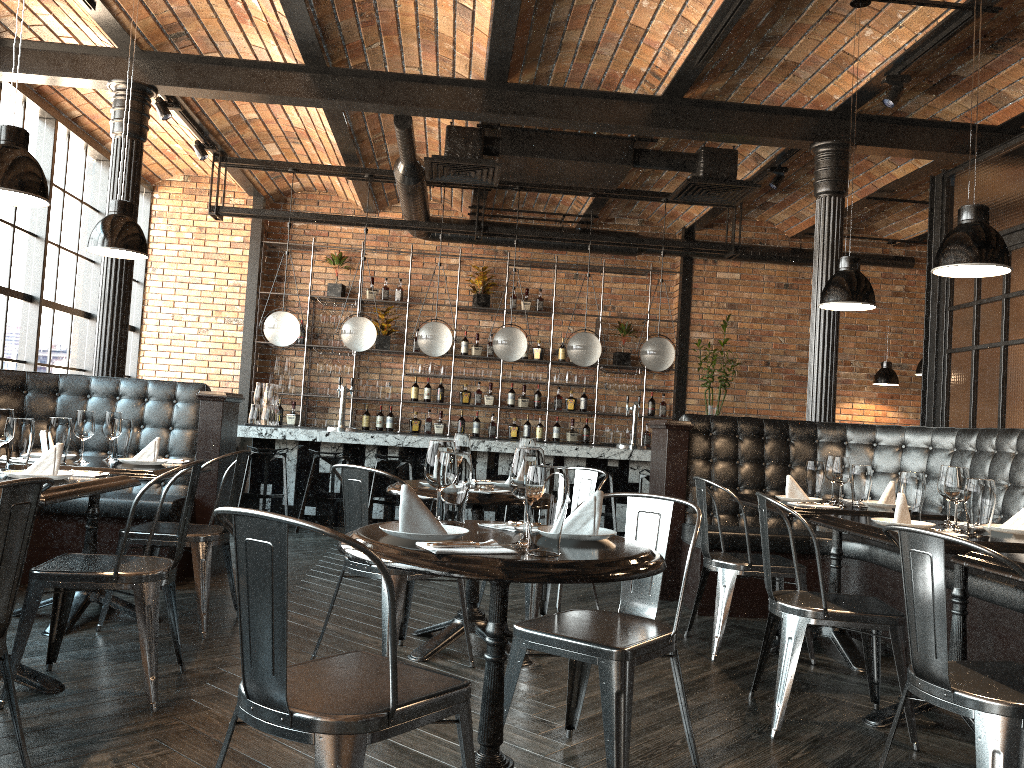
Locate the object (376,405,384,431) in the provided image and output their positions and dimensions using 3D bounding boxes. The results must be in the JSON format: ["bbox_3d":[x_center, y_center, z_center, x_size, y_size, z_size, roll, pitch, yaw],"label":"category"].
[{"bbox_3d":[-1.537,0.396,10.353,0.086,0.298,0.086,1,-4,45],"label":"object"}]

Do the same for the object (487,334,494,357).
[{"bbox_3d":[-0.251,-0.448,10.450,0.083,0.282,0.083,4,-3,-4],"label":"object"}]

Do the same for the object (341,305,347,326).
[{"bbox_3d":[-1.980,-0.802,10.414,0.092,0.244,0.092,3,-3,2],"label":"object"}]

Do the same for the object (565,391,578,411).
[{"bbox_3d":[0.699,0.203,10.490,0.151,0.248,0.094,3,-3,5],"label":"object"}]

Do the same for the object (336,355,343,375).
[{"bbox_3d":[-2.015,-0.231,10.387,0.092,0.244,0.092,3,-3,2],"label":"object"}]

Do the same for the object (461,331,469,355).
[{"bbox_3d":[-0.552,-0.476,10.437,0.086,0.298,0.086,1,-4,45],"label":"object"}]

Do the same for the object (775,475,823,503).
[{"bbox_3d":[1.478,0.540,4.563,0.232,0.139,0.232,1,-4,44],"label":"object"}]

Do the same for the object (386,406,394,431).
[{"bbox_3d":[-1.417,0.403,10.337,0.086,0.298,0.086,1,-4,45],"label":"object"}]

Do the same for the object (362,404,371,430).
[{"bbox_3d":[-1.692,0.386,10.317,0.086,0.299,0.086,1,-4,45],"label":"object"}]

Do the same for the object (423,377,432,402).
[{"bbox_3d":[-0.987,0.068,10.406,0.086,0.298,0.086,1,-4,45],"label":"object"}]

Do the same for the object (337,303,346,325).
[{"bbox_3d":[-1.968,-0.809,10.250,0.092,0.244,0.092,3,-3,2],"label":"object"}]

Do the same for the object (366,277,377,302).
[{"bbox_3d":[-1.641,-1.110,10.379,0.123,0.279,0.123,4,-3,-15],"label":"object"}]

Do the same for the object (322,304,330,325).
[{"bbox_3d":[-2.188,-0.815,10.400,0.092,0.244,0.092,3,-3,2],"label":"object"}]

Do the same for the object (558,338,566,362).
[{"bbox_3d":[0.600,-0.400,10.515,0.086,0.299,0.086,1,-4,45],"label":"object"}]

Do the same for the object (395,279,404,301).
[{"bbox_3d":[-1.318,-1.091,10.400,0.083,0.282,0.083,3,-3,11],"label":"object"}]

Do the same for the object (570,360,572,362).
[{"bbox_3d":[0.747,-0.382,10.505,0.123,0.279,0.123,3,-3,5],"label":"object"}]

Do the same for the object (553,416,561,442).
[{"bbox_3d":[0.531,0.530,10.472,0.086,0.298,0.086,1,-4,45],"label":"object"}]

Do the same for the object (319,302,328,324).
[{"bbox_3d":[-2.176,-0.822,10.235,0.092,0.244,0.092,3,-3,2],"label":"object"}]

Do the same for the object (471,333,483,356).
[{"bbox_3d":[-0.410,-0.457,10.425,0.123,0.279,0.123,4,-3,-15],"label":"object"}]

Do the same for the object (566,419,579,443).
[{"bbox_3d":[0.712,0.551,10.463,0.123,0.279,0.123,4,-3,-15],"label":"object"}]

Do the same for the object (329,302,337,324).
[{"bbox_3d":[-2.066,-0.815,10.243,0.092,0.244,0.092,3,-3,2],"label":"object"}]

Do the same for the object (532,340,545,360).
[{"bbox_3d":[0.316,-0.394,10.488,0.151,0.248,0.094,2,-3,25],"label":"object"}]

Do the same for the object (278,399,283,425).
[{"bbox_3d":[-2.679,0.320,10.217,0.086,0.297,0.086,2,-3,30],"label":"object"}]

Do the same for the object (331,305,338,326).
[{"bbox_3d":[-2.078,-0.808,10.407,0.092,0.244,0.092,3,-3,2],"label":"object"}]

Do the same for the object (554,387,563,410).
[{"bbox_3d":[0.547,0.175,10.481,0.083,0.282,0.083,4,-3,-19],"label":"object"}]

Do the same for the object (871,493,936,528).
[{"bbox_3d":[1.525,0.492,3.454,0.232,0.139,0.232,4,-3,-19],"label":"object"}]

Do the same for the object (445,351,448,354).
[{"bbox_3d":[-0.785,-0.489,10.427,0.086,0.298,0.086,1,-4,45],"label":"object"}]

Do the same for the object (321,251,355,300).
[{"bbox_3d":[-2.043,-1.272,10.382,0.377,0.554,0.422,4,-3,-16],"label":"object"}]

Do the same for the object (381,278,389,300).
[{"bbox_3d":[-1.484,-1.102,10.389,0.083,0.282,0.083,4,-3,-19],"label":"object"}]

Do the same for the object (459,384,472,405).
[{"bbox_3d":[-0.548,0.122,10.404,0.151,0.248,0.094,4,-3,-15],"label":"object"}]

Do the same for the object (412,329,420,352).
[{"bbox_3d":[-1.116,-0.504,10.390,0.083,0.282,0.083,4,-3,-19],"label":"object"}]

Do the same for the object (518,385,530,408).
[{"bbox_3d":[0.138,0.150,10.439,0.123,0.279,0.123,4,-3,-15],"label":"object"}]

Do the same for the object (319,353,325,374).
[{"bbox_3d":[-2.223,-0.244,10.373,0.092,0.244,0.092,3,-3,2],"label":"object"}]

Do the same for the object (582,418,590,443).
[{"bbox_3d":[0.880,0.551,10.493,0.086,0.299,0.086,1,-4,45],"label":"object"}]

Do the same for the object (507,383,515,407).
[{"bbox_3d":[-0.003,0.131,10.451,0.086,0.298,0.086,1,-4,45],"label":"object"}]

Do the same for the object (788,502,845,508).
[{"bbox_3d":[1.482,0.584,4.304,0.255,0.019,0.157,4,-3,-3],"label":"object"}]

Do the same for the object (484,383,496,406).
[{"bbox_3d":[-0.254,0.125,10.412,0.123,0.279,0.123,3,-3,10],"label":"object"}]

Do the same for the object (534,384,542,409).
[{"bbox_3d":[0.306,0.151,10.468,0.086,0.299,0.086,1,-4,45],"label":"object"}]

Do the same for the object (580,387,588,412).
[{"bbox_3d":[0.853,0.188,10.516,0.086,0.298,0.086,1,-4,45],"label":"object"}]

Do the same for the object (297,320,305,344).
[{"bbox_3d":[-2.448,-0.599,10.301,0.086,0.299,0.086,1,-4,45],"label":"object"}]

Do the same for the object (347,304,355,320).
[{"bbox_3d":[-1.865,-0.802,10.257,0.092,0.244,0.092,3,-3,2],"label":"object"}]

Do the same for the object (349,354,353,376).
[{"bbox_3d":[-1.912,-0.224,10.395,0.092,0.244,0.092,3,-3,2],"label":"object"}]

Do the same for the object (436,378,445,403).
[{"bbox_3d":[-0.834,0.077,10.389,0.086,0.297,0.086,1,-4,45],"label":"object"}]

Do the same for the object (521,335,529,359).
[{"bbox_3d":[0.156,-0.429,10.510,0.086,0.298,0.086,1,-4,45],"label":"object"}]

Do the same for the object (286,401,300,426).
[{"bbox_3d":[-2.524,0.341,10.239,0.123,0.279,0.123,3,-3,10],"label":"object"}]

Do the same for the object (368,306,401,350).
[{"bbox_3d":[-1.487,-0.650,10.342,0.430,0.526,0.425,3,-3,8],"label":"object"}]

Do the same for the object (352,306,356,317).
[{"bbox_3d":[-1.876,-0.795,10.421,0.092,0.244,0.092,3,-3,2],"label":"object"}]

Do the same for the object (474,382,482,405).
[{"bbox_3d":[-0.393,0.114,10.416,0.083,0.282,0.083,4,-3,-4],"label":"object"}]

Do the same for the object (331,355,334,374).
[{"bbox_3d":[-2.113,-0.237,10.381,0.092,0.244,0.092,3,-3,2],"label":"object"}]

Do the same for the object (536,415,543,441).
[{"bbox_3d":[0.328,0.518,10.451,0.080,0.299,0.080,4,-3,-2],"label":"object"}]

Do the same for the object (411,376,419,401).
[{"bbox_3d":[-1.130,0.059,10.371,0.086,0.299,0.086,1,-4,45],"label":"object"}]
